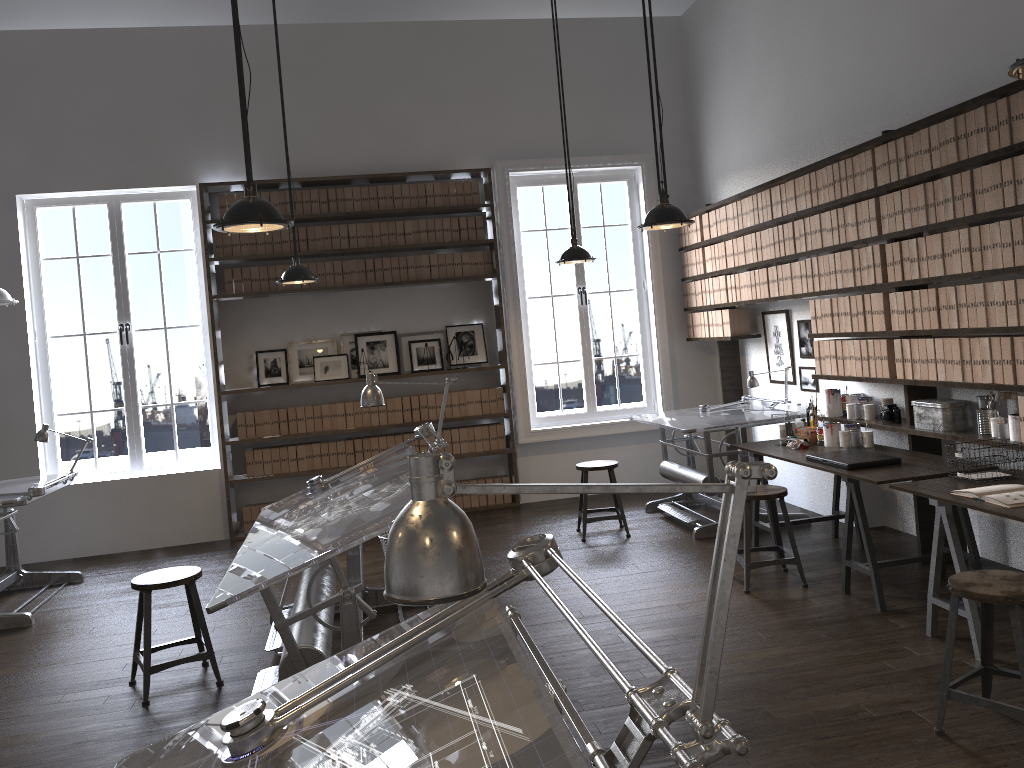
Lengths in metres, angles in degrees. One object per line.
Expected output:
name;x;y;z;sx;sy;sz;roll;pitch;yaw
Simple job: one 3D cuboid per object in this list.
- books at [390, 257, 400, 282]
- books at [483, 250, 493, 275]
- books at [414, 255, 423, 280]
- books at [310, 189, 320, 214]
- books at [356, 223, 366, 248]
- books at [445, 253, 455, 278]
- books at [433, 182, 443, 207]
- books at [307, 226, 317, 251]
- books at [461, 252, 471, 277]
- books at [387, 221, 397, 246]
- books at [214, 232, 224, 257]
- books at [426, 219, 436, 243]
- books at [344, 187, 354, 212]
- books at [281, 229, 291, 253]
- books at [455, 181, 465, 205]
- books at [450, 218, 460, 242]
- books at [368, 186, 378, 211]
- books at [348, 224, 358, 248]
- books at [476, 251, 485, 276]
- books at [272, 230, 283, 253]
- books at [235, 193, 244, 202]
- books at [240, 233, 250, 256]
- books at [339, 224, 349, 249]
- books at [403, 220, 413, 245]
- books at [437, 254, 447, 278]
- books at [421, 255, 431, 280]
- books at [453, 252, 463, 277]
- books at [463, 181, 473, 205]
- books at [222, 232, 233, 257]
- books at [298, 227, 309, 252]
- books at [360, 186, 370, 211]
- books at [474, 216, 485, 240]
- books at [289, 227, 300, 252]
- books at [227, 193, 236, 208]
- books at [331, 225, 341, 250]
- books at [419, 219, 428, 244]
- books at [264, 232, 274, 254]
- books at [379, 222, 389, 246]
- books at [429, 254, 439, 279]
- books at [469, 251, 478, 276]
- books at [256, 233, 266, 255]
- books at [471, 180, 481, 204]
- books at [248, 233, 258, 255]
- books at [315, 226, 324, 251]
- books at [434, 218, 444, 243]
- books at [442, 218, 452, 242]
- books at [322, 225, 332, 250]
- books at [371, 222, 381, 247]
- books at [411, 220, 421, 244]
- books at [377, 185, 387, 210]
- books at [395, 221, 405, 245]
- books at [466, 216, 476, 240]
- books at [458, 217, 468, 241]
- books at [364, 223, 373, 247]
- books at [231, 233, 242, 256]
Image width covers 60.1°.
books;-1.034;-1.002;7.825;0.067;0.225;0.174;-5;1;-10
books;-0.227;-1.080;7.970;0.067;0.225;0.174;-5;1;-10
books;-0.833;-1.021;7.860;0.067;0.225;0.174;-5;1;-10
books;-1.710;-1.570;7.708;0.067;0.225;0.174;-5;1;-10
books;-1.324;-1.287;7.774;0.067;0.225;0.174;-5;1;-10
books;-0.563;-1.048;7.911;0.067;0.225;0.174;-5;1;-10
books;-0.668;-1.671;7.897;0.067;0.225;0.174;-5;1;-10
books;-1.737;-1.247;7.703;0.067;0.225;0.174;-5;1;-10
books;-0.422;-1.061;7.929;0.067;0.225;0.174;-5;1;-10
books;-1.060;-1.313;7.824;0.067;0.225;0.174;-5;1;-10
books;-2.493;-1.174;7.567;0.067;0.225;0.174;-5;1;-10
books;-0.727;-1.345;7.885;0.067;0.225;0.174;-5;1;-10
books;-1.429;-1.597;7.756;0.067;0.225;0.174;-5;1;-10
books;-1.952;-1.226;7.660;0.067;0.225;0.174;-5;1;-10
books;-0.475;-1.689;7.935;0.067;0.225;0.174;-5;1;-10
books;-0.518;-1.365;7.923;0.067;0.225;0.174;-5;1;-10
books;-1.222;-1.617;7.799;0.067;0.225;0.174;-5;1;-10
books;-1.395;-1.280;7.760;0.067;0.226;0.174;-5;1;-10
books;-0.296;-1.073;7.956;0.067;0.225;0.174;-5;1;-10
books;-2.022;-1.219;7.651;0.067;0.225;0.174;-5;1;-10
books;-2.319;-1.511;7.599;0.067;0.225;0.174;-5;1;-10
books;-2.284;-1.194;7.601;0.067;0.225;0.174;-5;1;-10
books;-1.468;-1.273;7.748;0.067;0.225;0.174;-5;1;-10
books;-0.920;-1.326;7.847;0.067;0.225;0.174;-5;1;-10
books;-0.631;-1.041;7.897;0.067;0.225;0.174;-5;1;-10
books;-0.771;-1.027;7.870;0.067;0.225;0.174;-5;1;-10
books;-0.494;-1.054;7.920;0.067;0.225;0.174;-5;1;-10
books;-0.405;-1.696;7.947;0.067;0.225;0.174;-5;1;-10
books;-2.424;-1.180;7.578;0.067;0.225;0.174;-5;1;-10
books;-1.808;-1.240;7.685;0.067;0.226;0.174;-5;1;-10
books;-1.291;-1.610;7.789;0.067;0.225;0.174;-5;1;-10
books;-0.297;-1.387;7.960;0.067;0.225;0.174;-5;1;-10
books;-1.883;-1.233;7.677;0.067;0.225;0.174;-5;1;-10
books;-2.389;-1.504;7.583;0.067;0.225;0.174;-5;1;-10
books;-1.538;-1.266;7.732;0.067;0.225;0.174;-5;1;-10
books;-0.792;-1.338;7.867;0.067;0.226;0.174;-5;1;-10
books;-2.091;-1.213;7.639;0.067;0.225;0.174;-5;1;-10
books;-1.129;-1.306;7.813;0.067;0.225;0.174;-5;1;-10
books;-0.699;-1.034;7.881;0.067;0.226;0.174;-5;1;-10
books;-0.357;-1.067;7.941;0.067;0.226;0.174;-5;1;-10
books;-2.157;-1.206;7.621;0.067;0.226;0.174;-5;1;-10
books;-0.335;-1.703;7.956;0.067;0.225;0.174;-5;1;-10
books;-2.223;-1.200;7.614;0.067;0.225;0.174;-5;1;-10
books;-1.672;-1.253;7.712;0.067;0.225;0.174;-5;1;-10
books;-0.658;-1.352;7.897;0.067;0.225;0.174;-5;1;-10
books;-0.587;-1.358;7.906;0.067;0.225;0.174;-5;1;-10
books;-1.609;-1.259;7.719;0.067;0.226;0.174;-5;1;-10
books;-1.196;-1.299;7.794;0.067;0.226;0.174;-5;1;-10
books;-0.858;-1.332;7.860;0.067;0.225;0.174;-5;1;-10
books;-1.149;-1.624;7.811;0.067;0.225;0.174;-5;1;-10
books;-0.990;-1.319;7.832;0.067;0.226;0.174;-5;1;-10
books;-0.372;-1.379;7.949;0.067;0.225;0.174;-5;1;-10
books;-0.444;-1.372;7.931;0.067;0.226;0.174;-5;1;-10
books;-1.262;-1.293;7.787;0.067;0.225;0.174;-5;1;-10
books;-2.355;-1.187;7.586;0.067;0.226;0.174;-5;1;-10
